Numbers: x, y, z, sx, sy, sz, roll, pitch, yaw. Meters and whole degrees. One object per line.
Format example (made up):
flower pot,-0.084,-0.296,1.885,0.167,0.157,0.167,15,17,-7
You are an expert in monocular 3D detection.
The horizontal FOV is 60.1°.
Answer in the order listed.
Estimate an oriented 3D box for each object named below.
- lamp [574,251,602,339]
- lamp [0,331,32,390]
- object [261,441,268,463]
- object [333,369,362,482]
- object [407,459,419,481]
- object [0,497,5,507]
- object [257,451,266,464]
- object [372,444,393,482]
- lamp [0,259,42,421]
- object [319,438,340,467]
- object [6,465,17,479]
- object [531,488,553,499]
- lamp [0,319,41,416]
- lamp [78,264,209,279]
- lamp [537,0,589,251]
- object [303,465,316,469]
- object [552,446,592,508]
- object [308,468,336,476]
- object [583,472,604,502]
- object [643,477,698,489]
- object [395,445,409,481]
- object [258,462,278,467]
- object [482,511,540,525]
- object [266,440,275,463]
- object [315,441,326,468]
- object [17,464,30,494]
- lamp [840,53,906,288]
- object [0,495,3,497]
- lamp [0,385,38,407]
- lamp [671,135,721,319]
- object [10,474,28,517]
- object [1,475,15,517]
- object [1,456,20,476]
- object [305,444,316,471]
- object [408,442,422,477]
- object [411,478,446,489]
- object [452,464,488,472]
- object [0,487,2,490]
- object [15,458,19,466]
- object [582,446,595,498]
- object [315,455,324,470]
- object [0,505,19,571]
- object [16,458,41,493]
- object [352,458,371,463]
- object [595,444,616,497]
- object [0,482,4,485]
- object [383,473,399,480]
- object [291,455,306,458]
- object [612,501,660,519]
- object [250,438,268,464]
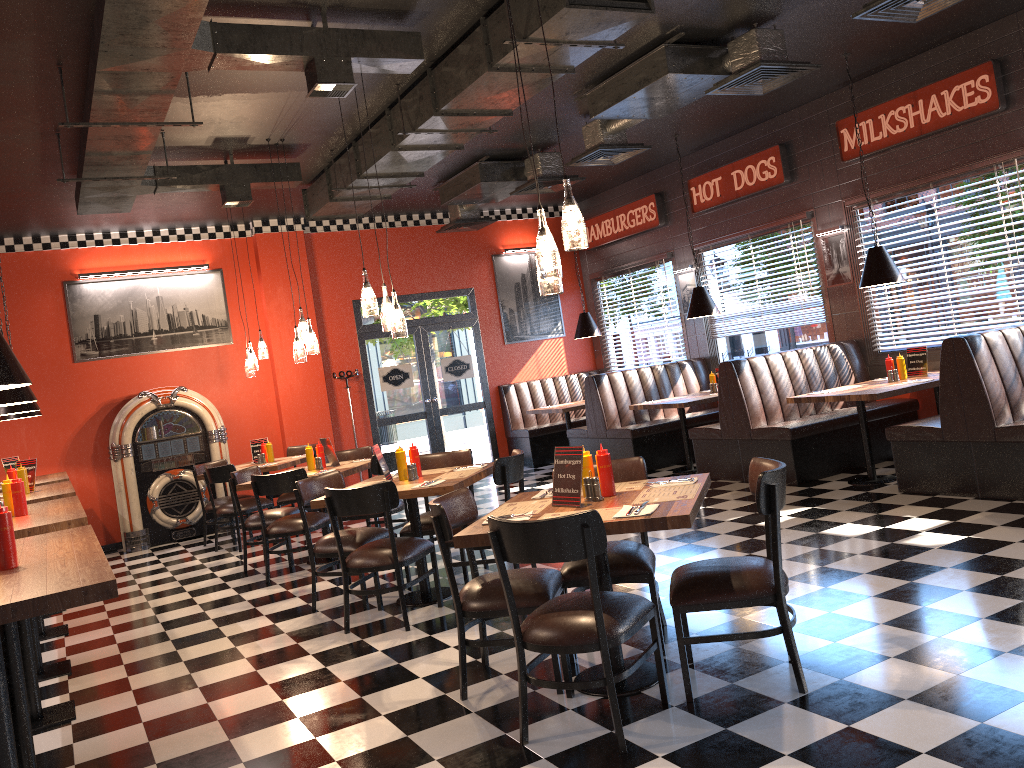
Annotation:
lamp,0.871,-1.641,11.950,0.381,2.046,0.382,-9,-1,21
lamp,-2.127,-0.984,3.269,0.381,2.046,0.382,-9,-1,13
object,-2.658,0.726,9.521,0.068,0.238,0.067,-8,-1,-31
object,-2.010,0.650,11.309,0.375,1.660,0.374,-9,-1,-5
object,-0.653,0.561,5.799,0.046,0.136,0.094,-9,-1,22
object,-2.820,0.683,4.883,0.047,0.136,0.093,-8,-1,-38
object,-2.668,0.782,9.430,0.094,0.136,0.046,-8,-1,-28
object,-0.859,0.528,5.883,0.072,0.257,0.188,-9,0,2
lamp,-5.069,-0.669,8.891,0.381,2.046,0.382,-9,-1,13
object,-1.600,0.596,7.777,0.072,0.257,0.187,-8,-1,-38
object,-3.837,0.740,6.808,0.068,0.238,0.067,-8,-1,-33
object,0.186,0.528,4.302,0.157,0.019,0.255,-8,1,18
lamp,-4.033,-0.780,6.913,0.381,2.046,0.382,-9,-1,13
lamp,-4.348,-1.334,10.511,1.448,0.056,0.081,-9,1,-28
lamp,0.134,-1.556,3.855,0.109,1.967,0.108,-8,-2,-36
object,-1.838,0.747,8.053,0.157,0.019,0.255,-8,1,17
object,0.245,0.407,3.898,0.072,0.257,0.187,-8,-1,-38
object,-1.557,0.722,7.319,0.157,0.019,0.255,-8,1,19
object,0.356,0.452,3.934,0.047,0.136,0.093,-8,-1,-38
object,0.721,0.452,4.071,0.254,0.019,0.158,-8,1,21
object,-0.732,0.519,5.874,0.068,0.238,0.067,-8,-1,-23
object,-2.499,0.824,9.079,0.157,0.019,0.255,-8,1,21
object,0.003,0.568,3.786,0.254,0.019,0.157,-8,1,11
object,-2.586,0.716,9.464,0.068,0.238,0.067,-8,-1,-31
object,-1.677,0.618,7.760,0.068,0.238,0.067,-8,-1,-23
object,-3.747,0.727,6.787,0.068,0.238,0.067,-8,-1,-39
lamp,3.073,-1.877,7.744,0.380,2.046,0.383,-10,-2,43
object,-4.018,0.876,6.934,0.256,0.019,0.157,-9,2,-31
lamp,-3.021,-0.888,4.979,0.381,2.046,0.382,-9,-1,13
lamp,1.972,-1.759,9.848,0.380,2.046,0.383,-10,-2,43
object,-2.757,0.619,4.950,0.068,0.238,0.068,-8,-1,-8
object,-2.834,0.630,5.001,0.068,0.238,0.067,-8,-1,-19
object,-4.927,0.850,8.761,0.072,0.257,0.188,-9,0,22
object,-1.760,0.632,7.718,0.068,0.238,0.067,-8,-1,-23
object,-0.649,0.505,5.916,0.068,0.238,0.067,-8,-1,-23
object,-0.504,0.606,5.439,0.157,0.019,0.255,-8,1,20
object,-0.300,0.563,5.958,0.254,0.019,0.158,-8,1,16
object,-4.550,0.931,8.022,0.256,0.019,0.157,-9,2,-31
object,-4.838,0.847,8.713,0.068,0.238,0.067,-8,-1,-34
object,0.342,0.398,4.052,0.068,0.238,0.067,-8,-1,-13
object,-1.673,0.672,7.660,0.047,0.136,0.093,-8,-1,-38
object,-1.725,0.508,3.001,0.067,0.238,0.068,-9,-1,37
object,-3.785,0.720,6.894,0.188,0.257,0.072,-9,-1,13
object,-1.316,0.672,7.880,0.254,0.019,0.158,-8,1,20
object,0.420,0.388,4.001,0.068,0.238,0.068,-9,-1,15
object,-5.048,0.984,8.975,0.256,0.019,0.157,-9,2,-31
object,-0.803,0.634,6.156,0.157,0.019,0.255,-8,1,10
object,-2.287,0.779,9.593,0.254,0.019,0.158,-8,1,17
object,0.500,0.498,3.542,0.157,0.019,0.255,-8,1,20
object,-2.726,0.725,9.602,0.188,0.257,0.072,-9,-1,-18
